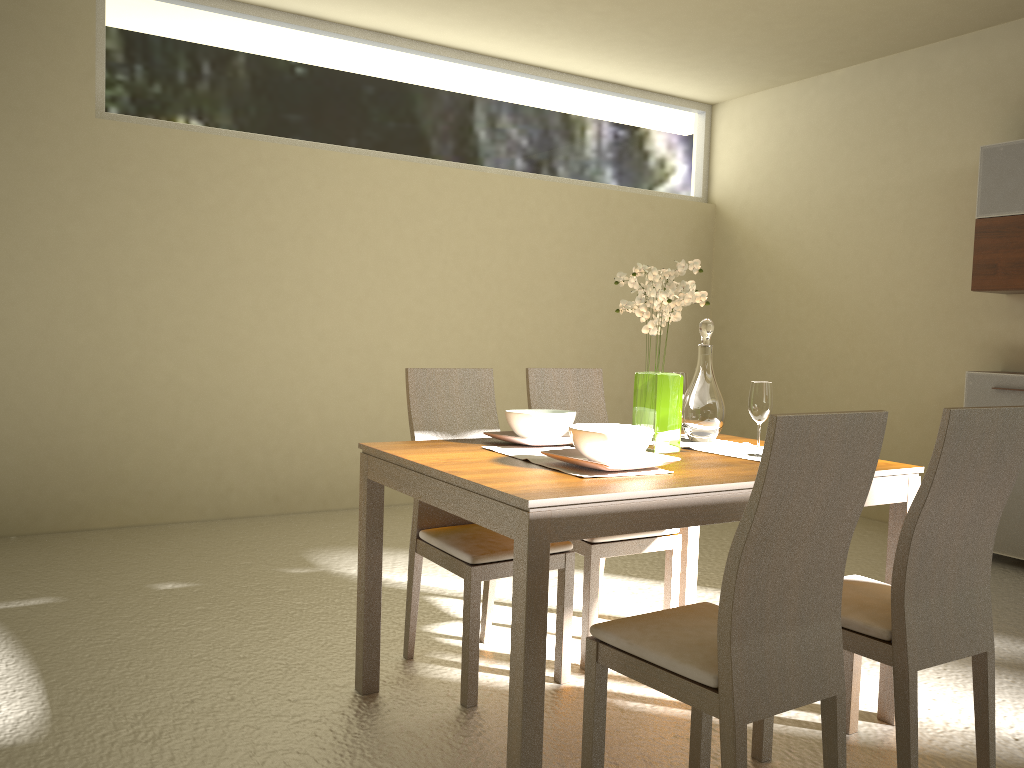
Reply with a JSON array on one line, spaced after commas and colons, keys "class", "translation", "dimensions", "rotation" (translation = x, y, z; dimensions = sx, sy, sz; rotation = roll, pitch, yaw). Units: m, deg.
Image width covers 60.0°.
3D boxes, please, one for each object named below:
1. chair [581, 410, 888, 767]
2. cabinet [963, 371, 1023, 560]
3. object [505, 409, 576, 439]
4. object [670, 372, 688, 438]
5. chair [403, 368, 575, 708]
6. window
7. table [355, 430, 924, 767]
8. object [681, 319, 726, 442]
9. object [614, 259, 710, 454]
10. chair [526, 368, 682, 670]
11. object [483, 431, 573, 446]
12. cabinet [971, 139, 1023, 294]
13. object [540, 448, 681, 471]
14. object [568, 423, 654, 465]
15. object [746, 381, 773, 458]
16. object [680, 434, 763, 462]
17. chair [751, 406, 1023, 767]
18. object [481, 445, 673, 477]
[{"class": "chair", "translation": [0.486, 0.547, 2.002], "dimensions": [0.404, 1.017, 0.507], "rotation": [0, 4, -34]}, {"class": "cabinet", "translation": [3.222, 0.515, 4.021], "dimensions": [0.372, 1.018, 2.318], "rotation": [0, 4, -31]}, {"class": "object", "translation": [0.091, 0.137, 2.893], "dimensions": [0.233, 0.107, 0.232], "rotation": [1, 4, -20]}, {"class": "object", "translation": [0.594, 0.074, 3.191], "dimensions": [0.075, 0.232, 0.075], "rotation": [3, 4, 17]}, {"class": "chair", "translation": [-0.099, 0.467, 3.005], "dimensions": [0.404, 1.017, 0.507], "rotation": [0, 4, -35]}, {"class": "window", "translation": [1.308, -0.504, 3.465], "dimensions": [4.466, 3.000, 6.429], "rotation": [0, 4, -34]}, {"class": "table", "translation": [0.366, 0.611, 2.753], "dimensions": [1.411, 0.790, 1.000], "rotation": [0, 4, -31]}, {"class": "object", "translation": [0.669, -0.014, 3.087], "dimensions": [0.156, 0.426, 0.156], "rotation": [3, 4, 10]}, {"class": "object", "translation": [0.471, -0.088, 2.793], "dimensions": [0.302, 0.608, 0.304], "rotation": [0, 4, -28]}, {"class": "chair", "translation": [0.317, 0.461, 3.330], "dimensions": [0.404, 1.017, 0.507], "rotation": [0, 4, -31]}, {"class": "object", "translation": [0.091, 0.177, 2.893], "dimensions": [0.283, 0.041, 0.283], "rotation": [0, 4, -32]}, {"class": "cabinet", "translation": [3.266, -0.823, 3.941], "dimensions": [0.372, 0.789, 2.318], "rotation": [0, 4, -31]}, {"class": "object", "translation": [0.267, 0.210, 2.431], "dimensions": [0.283, 0.033, 0.283], "rotation": [-1, 4, -37]}, {"class": "object", "translation": [0.269, 0.169, 2.429], "dimensions": [0.233, 0.101, 0.233], "rotation": [-1, 5, -43]}, {"class": "object", "translation": [0.771, 0.109, 2.762], "dimensions": [0.075, 0.232, 0.075], "rotation": [3, 4, 17]}, {"class": "object", "translation": [0.694, 0.207, 2.976], "dimensions": [0.287, 0.010, 0.589], "rotation": [0, 4, -35]}, {"class": "chair", "translation": [0.983, 0.544, 2.321], "dimensions": [0.404, 1.017, 0.507], "rotation": [0, 4, -31]}, {"class": "object", "translation": [0.169, 0.215, 2.571], "dimensions": [0.287, 0.010, 0.589], "rotation": [0, 4, -28]}]
